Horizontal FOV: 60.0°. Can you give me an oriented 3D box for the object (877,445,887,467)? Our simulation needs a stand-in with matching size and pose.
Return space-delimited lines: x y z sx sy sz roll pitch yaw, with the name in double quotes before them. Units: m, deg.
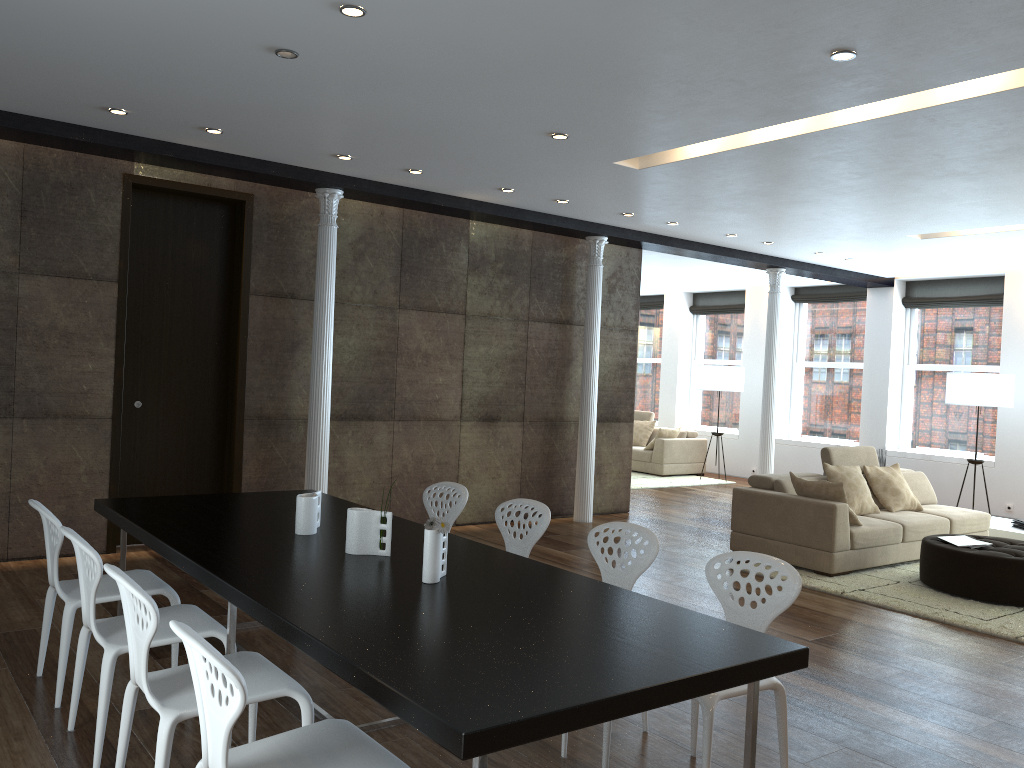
"object" 4.777 1.178 11.502 0.458 0.781 0.458 2 1 -38

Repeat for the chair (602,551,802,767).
"chair" 0.718 1.058 3.223 0.581 0.835 0.495 2 1 -37

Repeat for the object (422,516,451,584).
"object" -0.253 0.580 3.146 0.076 0.233 0.161 3 1 35

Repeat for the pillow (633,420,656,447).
"pillow" 2.074 0.796 14.466 0.301 0.439 0.534 2 1 -41

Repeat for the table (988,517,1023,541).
"table" 5.074 1.511 8.896 0.900 0.170 0.900 2 1 -37

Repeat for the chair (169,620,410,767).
"chair" -0.579 1.007 2.279 0.581 0.835 0.495 2 1 -37

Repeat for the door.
"door" -2.679 -0.142 7.025 1.000 2.814 0.510 2 1 -37

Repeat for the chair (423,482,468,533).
"chair" -0.569 0.974 4.924 0.581 0.835 0.495 2 1 -37

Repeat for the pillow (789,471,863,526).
"pillow" 2.541 0.933 7.197 0.395 0.393 0.518 2 1 -34

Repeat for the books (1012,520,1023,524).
"books" 5.107 1.367 8.708 0.220 0.010 0.300 3 1 -2

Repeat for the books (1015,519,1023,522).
"books" 5.132 1.359 8.709 0.220 0.010 0.300 3 1 3

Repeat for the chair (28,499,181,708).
"chair" -1.845 0.925 3.962 0.581 0.835 0.495 2 1 -37

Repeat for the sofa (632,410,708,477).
"sofa" 1.905 0.915 14.664 1.018 0.950 2.581 2 1 -37

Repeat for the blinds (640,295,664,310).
"blinds" 2.435 -1.481 16.164 0.156 0.275 1.442 2 1 -37

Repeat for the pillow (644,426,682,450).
"pillow" 2.340 0.840 13.716 0.518 0.393 0.395 2 1 -40

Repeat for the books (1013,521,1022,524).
"books" 5.131 1.378 8.709 0.220 0.010 0.300 2 1 -22

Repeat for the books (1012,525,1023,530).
"books" 5.104 1.425 8.709 0.220 0.010 0.300 3 1 -2

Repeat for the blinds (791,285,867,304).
"blinds" 4.754 -1.330 13.082 0.156 0.275 1.396 2 1 -37

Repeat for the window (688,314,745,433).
"window" 3.510 -0.336 14.784 0.123 2.400 1.345 2 1 -37

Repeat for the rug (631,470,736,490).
"rug" 0.861 1.340 13.923 2.972 0.020 4.231 2 1 -37

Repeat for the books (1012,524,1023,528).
"books" 5.105 1.406 8.709 0.220 0.010 0.300 3 1 -2

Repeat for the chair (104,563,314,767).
"chair" -1.001 0.980 2.840 0.581 0.835 0.495 2 1 -37

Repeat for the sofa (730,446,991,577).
"sofa" 3.211 1.063 7.988 2.581 0.950 1.021 2 1 -37

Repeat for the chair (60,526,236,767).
"chair" -1.423 0.952 3.401 0.581 0.835 0.495 2 1 -37

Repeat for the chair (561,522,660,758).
"chair" 0.300 1.030 3.786 0.581 0.835 0.495 2 1 -37

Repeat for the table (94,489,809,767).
"table" -0.660 1.039 3.555 1.200 0.733 3.400 2 1 -37

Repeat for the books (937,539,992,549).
"books" 3.400 1.189 6.661 0.219 0.031 0.300 2 1 -22

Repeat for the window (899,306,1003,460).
"window" 5.841 -0.185 11.686 0.123 2.400 1.432 2 1 -37

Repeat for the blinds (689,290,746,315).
"blinds" 3.509 -1.352 14.734 0.156 0.393 1.342 2 1 -37

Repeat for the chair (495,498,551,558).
"chair" -0.136 1.002 4.380 0.581 0.835 0.495 2 1 -37

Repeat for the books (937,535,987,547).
"books" 3.375 1.180 6.660 0.220 0.040 0.301 3 1 -2

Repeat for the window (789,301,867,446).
"window" 4.753 -0.256 13.133 0.123 2.400 1.391 2 1 -37

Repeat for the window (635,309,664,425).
"window" 2.432 -0.406 16.217 0.123 2.400 1.444 2 1 -37

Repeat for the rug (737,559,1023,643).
"rug" 4.321 1.591 7.204 4.231 0.020 2.972 2 1 -37

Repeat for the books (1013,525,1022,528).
"books" 5.130 1.417 8.710 0.220 0.010 0.300 3 1 -17

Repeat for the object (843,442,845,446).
"object" 4.324 1.153 11.743 0.458 0.781 0.458 2 1 -38

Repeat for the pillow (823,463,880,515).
"pillow" 3.006 0.925 7.844 0.534 0.439 0.301 2 1 -33

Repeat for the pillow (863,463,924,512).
"pillow" 3.511 0.955 8.210 0.519 0.416 0.368 2 1 -32

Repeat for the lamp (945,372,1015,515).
"lamp" 5.354 0.745 10.226 0.698 1.728 0.698 3 1 -13

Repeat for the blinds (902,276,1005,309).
"blinds" 5.828 -1.200 11.627 0.183 0.395 1.431 2 1 -37

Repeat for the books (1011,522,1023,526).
"books" 5.106 1.386 8.709 0.220 0.010 0.300 3 1 -12

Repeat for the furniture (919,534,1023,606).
"furniture" 3.640 1.379 6.652 1.057 0.355 1.057 2 1 -35

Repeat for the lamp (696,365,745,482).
"lamp" 3.078 0.596 13.251 0.698 1.728 0.698 3 1 -13
